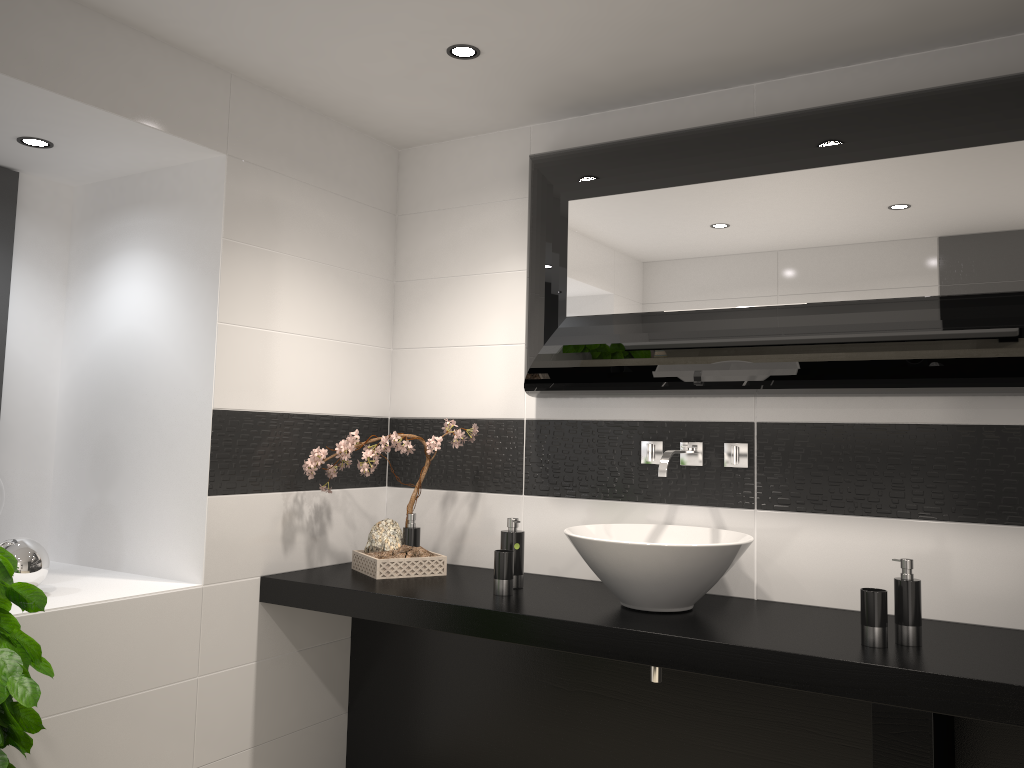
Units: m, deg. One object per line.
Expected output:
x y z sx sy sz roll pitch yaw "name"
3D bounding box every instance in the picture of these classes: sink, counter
0.432 0.551 2.643 0.559 0.212 0.558 2 -4 -15 "sink"
0.959 0.695 2.284 3.843 0.084 0.653 -1 -4 31 "counter"

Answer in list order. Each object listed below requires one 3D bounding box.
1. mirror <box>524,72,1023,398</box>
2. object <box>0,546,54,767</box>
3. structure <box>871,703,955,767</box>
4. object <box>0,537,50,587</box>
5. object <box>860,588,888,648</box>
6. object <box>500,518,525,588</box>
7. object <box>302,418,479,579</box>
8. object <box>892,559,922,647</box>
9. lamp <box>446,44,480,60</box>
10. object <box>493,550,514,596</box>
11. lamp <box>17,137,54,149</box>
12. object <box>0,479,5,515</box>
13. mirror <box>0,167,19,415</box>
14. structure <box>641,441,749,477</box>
1.151 -0.422 2.522 2.613 0.904 0.257 -1 -6 31 "mirror"
-1.228 0.857 1.898 0.418 1.135 0.437 3 -5 -18 "object"
0.973 1.110 2.123 0.126 0.764 0.463 -2 -6 31 "structure"
-1.428 0.526 2.561 0.163 0.164 0.163 -3 -6 45 "object"
0.897 0.578 2.196 0.063 0.134 0.063 4 -5 -24 "object"
0.001 0.555 2.923 0.079 0.221 0.079 -1 -6 21 "object"
-0.441 0.396 3.184 0.627 0.562 0.260 4 -6 -29 "object"
0.992 0.545 2.222 0.063 0.208 0.063 0 -5 11 "object"
-0.151 -1.034 2.760 0.105 0.004 0.105 5 -5 -44 "lamp"
-0.026 0.592 2.783 0.063 0.134 0.063 4 -5 -24 "object"
-1.535 -0.777 2.853 0.105 0.004 0.105 1 -3 -2 "lamp"
-1.669 0.160 2.681 0.260 0.900 0.260 -4 -7 44 "object"
-2.116 -0.111 2.517 0.078 1.386 1.357 -2 -5 31 "mirror"
0.535 0.238 2.827 0.367 0.108 0.259 -1 -4 31 "structure"
